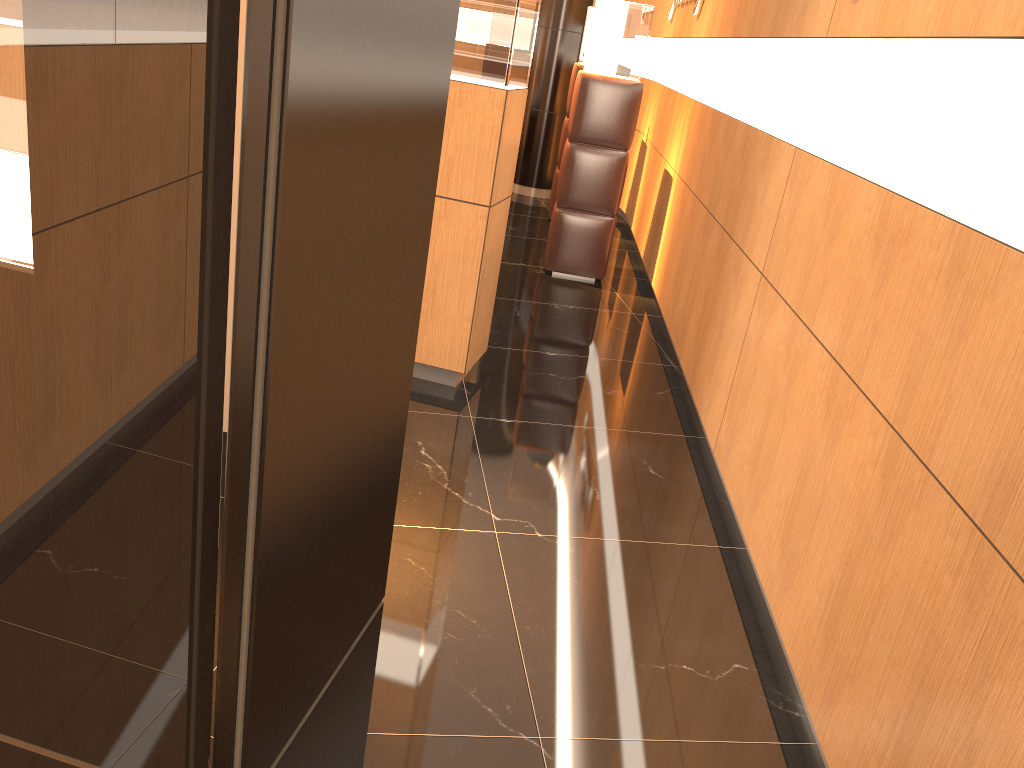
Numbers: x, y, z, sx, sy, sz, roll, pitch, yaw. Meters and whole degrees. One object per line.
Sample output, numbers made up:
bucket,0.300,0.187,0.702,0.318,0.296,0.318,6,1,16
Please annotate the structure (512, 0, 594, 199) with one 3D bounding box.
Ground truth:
structure,0.508,-3.791,9.643,0.613,3.430,0.613,11,22,3

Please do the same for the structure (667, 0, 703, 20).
structure,1.431,-3.202,7.183,0.034,0.442,2.050,10,22,-1

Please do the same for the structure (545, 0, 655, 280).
structure,0.647,-1.818,6.675,0.498,1.968,0.484,9,22,-1

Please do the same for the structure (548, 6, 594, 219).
structure,0.752,-2.560,8.619,0.498,2.000,0.484,9,22,-1
